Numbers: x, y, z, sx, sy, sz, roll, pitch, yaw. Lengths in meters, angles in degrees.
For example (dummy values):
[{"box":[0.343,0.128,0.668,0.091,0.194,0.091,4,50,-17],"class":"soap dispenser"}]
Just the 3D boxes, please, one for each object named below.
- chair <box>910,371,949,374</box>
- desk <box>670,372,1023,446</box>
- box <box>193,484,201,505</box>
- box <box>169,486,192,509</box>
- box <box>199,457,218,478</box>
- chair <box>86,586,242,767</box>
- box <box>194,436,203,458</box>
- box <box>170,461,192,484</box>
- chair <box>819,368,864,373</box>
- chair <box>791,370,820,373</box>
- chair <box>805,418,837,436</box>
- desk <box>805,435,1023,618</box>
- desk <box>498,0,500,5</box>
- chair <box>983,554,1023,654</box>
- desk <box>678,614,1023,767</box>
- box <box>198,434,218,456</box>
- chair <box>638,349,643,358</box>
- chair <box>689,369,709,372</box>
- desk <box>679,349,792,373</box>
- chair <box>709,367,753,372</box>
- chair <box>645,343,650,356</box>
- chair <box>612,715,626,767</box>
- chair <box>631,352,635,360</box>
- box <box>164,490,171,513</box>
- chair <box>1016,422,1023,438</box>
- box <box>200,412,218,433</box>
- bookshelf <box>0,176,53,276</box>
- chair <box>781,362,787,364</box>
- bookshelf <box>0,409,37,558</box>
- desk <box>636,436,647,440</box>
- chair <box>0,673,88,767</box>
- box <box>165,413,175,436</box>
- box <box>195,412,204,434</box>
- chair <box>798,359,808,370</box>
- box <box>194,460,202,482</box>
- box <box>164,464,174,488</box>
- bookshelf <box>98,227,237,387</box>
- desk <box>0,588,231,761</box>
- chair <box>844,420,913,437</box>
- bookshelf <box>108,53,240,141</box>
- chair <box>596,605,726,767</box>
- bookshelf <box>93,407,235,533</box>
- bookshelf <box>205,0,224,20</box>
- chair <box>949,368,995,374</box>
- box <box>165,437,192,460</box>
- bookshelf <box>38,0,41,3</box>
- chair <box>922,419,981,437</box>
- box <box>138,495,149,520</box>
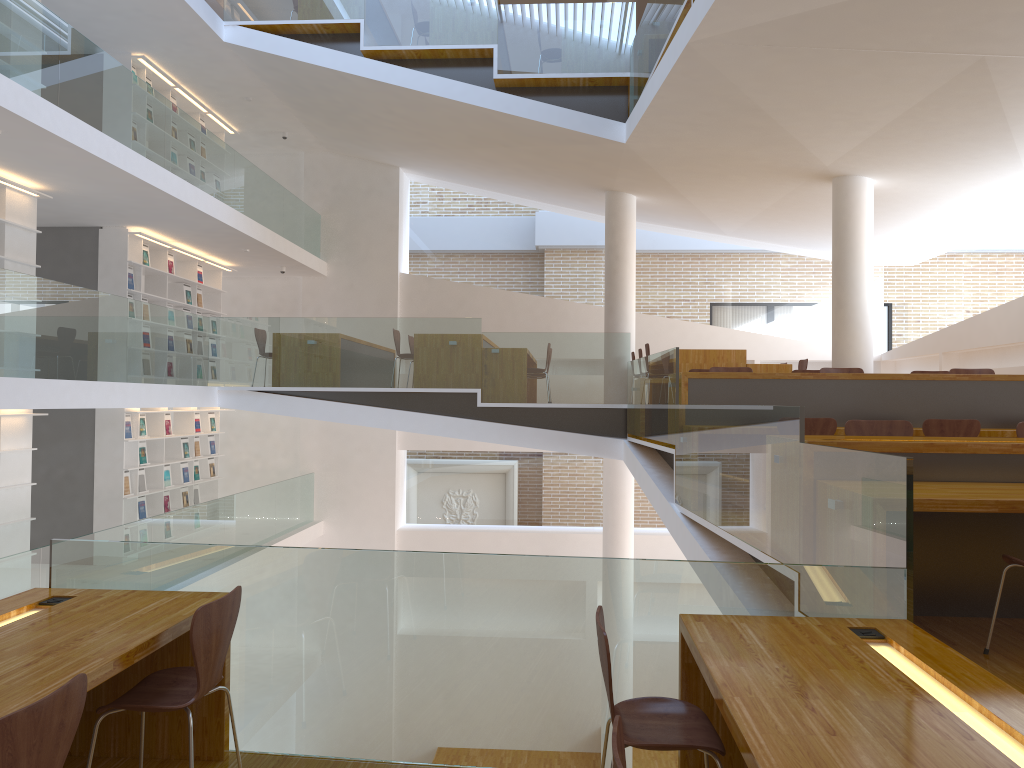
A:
[{"box":[3.981,0.225,8.570,0.428,0.693,0.381,0,-1,4],"class":"chair"},{"box":[2.937,0.433,6.961,3.216,1.022,1.248,0,-1,4],"class":"desk"},{"box":[-4.472,1.525,12.306,0.274,0.296,0.245,0,-1,4],"class":"box"},{"box":[-4.495,1.518,11.949,0.274,0.296,0.245,0,-1,4],"class":"box"},{"box":[-4.435,1.207,12.841,0.274,0.296,0.245,0,-1,4],"class":"box"},{"box":[-1.104,1.019,2.834,0.381,0.693,0.428,0,-1,4],"class":"chair"},{"box":[-4.466,0.868,12.310,0.274,0.296,0.245,0,-1,4],"class":"box"},{"box":[-4.492,1.189,11.942,0.274,0.296,0.245,0,-1,4],"class":"box"},{"box":[2.917,0.197,7.712,0.428,0.693,0.381,0,-1,4],"class":"chair"},{"box":[2.862,0.215,8.603,0.428,0.693,0.381,0,-1,4],"class":"chair"},{"box":[2.078,0.584,6.352,0.428,0.693,0.381,0,-1,4],"class":"chair"},{"box":[2.975,0.668,3.978,3.243,0.785,1.527,0,-1,4],"class":"desk"},{"box":[-0.431,-3.982,11.377,0.760,0.606,3.196,0,-1,4],"class":"desk"},{"box":[2.012,0.688,3.213,0.428,0.693,0.381,0,-1,4],"class":"chair"},{"box":[0.846,1.057,1.411,0.760,0.606,3.185,0,-1,4],"class":"desk"},{"box":[-4.433,0.878,12.834,0.274,0.296,0.245,0,-1,4],"class":"box"},{"box":[1.771,-0.088,11.091,0.381,0.693,0.428,0,-1,4],"class":"chair"},{"box":[1.893,0.207,8.664,0.428,0.693,0.381,0,-1,4],"class":"chair"},{"box":[2.506,0.039,11.207,1.247,0.762,3.194,0,-1,4],"class":"desk"},{"box":[1.947,0.189,7.773,0.428,0.693,0.381,0,-1,4],"class":"chair"},{"box":[1.709,-0.109,10.122,0.381,0.693,0.428,0,-1,4],"class":"chair"},{"box":[0.370,1.008,1.602,0.381,0.693,0.428,0,-1,4],"class":"chair"},{"box":[1.774,-0.074,11.775,0.381,0.693,0.428,0,-1,4],"class":"chair"},{"box":[-4.530,1.506,11.384,0.274,0.296,0.245,0,-1,4],"class":"box"},{"box":[3.096,0.561,4.943,0.428,0.693,0.381,0,-1,4],"class":"chair"},{"box":[-4.430,0.550,12.841,0.274,0.296,0.245,0,-1,4],"class":"box"},{"box":[-4.747,-0.969,6.616,0.498,1.836,3.666,0,-1,4],"class":"bookshelf"},{"box":[3.299,0.075,11.345,0.381,0.693,0.428,0,-1,4],"class":"chair"},{"box":[-4.817,1.091,6.577,0.397,1.836,3.666,0,-1,4],"class":"bookshelf"},{"box":[2.980,0.267,8.998,3.356,0.606,0.760,0,-1,4],"class":"desk"},{"box":[-1.165,0.998,1.864,0.381,0.693,0.428,0,-1,4],"class":"chair"},{"box":[-4.519,0.519,11.397,0.274,0.296,0.245,0,-1,4],"class":"box"},{"box":[-4.463,0.540,12.316,0.274,0.296,0.245,0,-1,4],"class":"box"},{"box":[3.238,0.055,10.375,0.381,0.693,0.428,0,-1,4],"class":"chair"},{"box":[-4.470,1.196,12.293,0.274,0.296,0.245,0,-1,4],"class":"box"},{"box":[-4.526,1.177,11.405,0.274,0.296,0.245,0,-1,4],"class":"box"},{"box":[-4.424,-0.863,11.668,0.498,1.836,2.984,0,-1,4],"class":"bookshelf"},{"box":[-1.786,1.195,1.765,1.285,0.918,3.236,0,-1,4],"class":"desk"},{"box":[2.127,0.553,5.005,0.428,0.693,0.381,0,-1,4],"class":"chair"},{"box":[-4.404,-2.909,11.710,0.498,1.836,2.984,0,-1,4],"class":"bookshelf"},{"box":[0.431,1.028,2.571,0.381,0.693,0.428,0,-1,4],"class":"chair"},{"box":[-4.444,1.197,11.626,0.498,1.836,2.984,0,-1,4],"class":"bookshelf"},{"box":[-4.384,-4.924,11.751,0.498,1.836,2.984,0,-1,4],"class":"bookshelf"},{"box":[4.018,0.206,7.603,0.428,0.693,0.381,0,-1,4],"class":"chair"},{"box":[-4.489,0.861,11.949,0.274,0.296,0.245,0,-1,4],"class":"box"},{"box":[-4.727,-3.015,6.658,0.498,1.836,3.666,0,-1,4],"class":"bookshelf"},{"box":[3.048,0.592,6.290,0.428,0.693,0.381,0,-1,4],"class":"chair"},{"box":[-4.571,1.492,10.740,0.274,0.296,0.245,0,-1,4],"class":"box"}]
